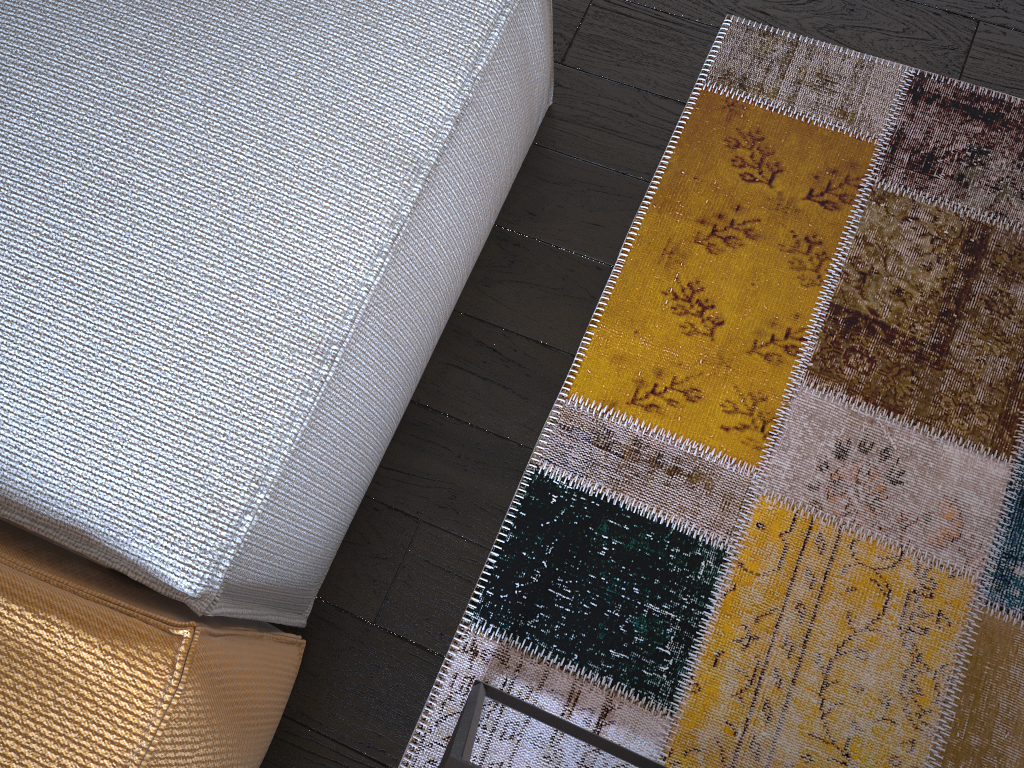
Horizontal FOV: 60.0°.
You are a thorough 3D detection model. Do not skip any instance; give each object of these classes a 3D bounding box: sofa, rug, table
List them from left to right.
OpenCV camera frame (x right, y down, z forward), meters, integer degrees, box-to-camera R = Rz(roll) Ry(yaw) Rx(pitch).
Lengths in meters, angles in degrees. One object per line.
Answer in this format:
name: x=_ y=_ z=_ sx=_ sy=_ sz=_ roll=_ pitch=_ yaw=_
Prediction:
sofa: x=-0.441 y=0.948 z=0.659 sx=2.535 sy=0.699 sz=3.296 roll=21 pitch=75 yaw=11
table: x=0.157 y=0.841 z=0.761 sx=0.842 sy=0.389 sz=0.847 roll=21 pitch=75 yaw=11
rug: x=0.524 y=0.697 z=0.998 sx=1.431 sy=0.013 sz=2.361 roll=21 pitch=75 yaw=11
